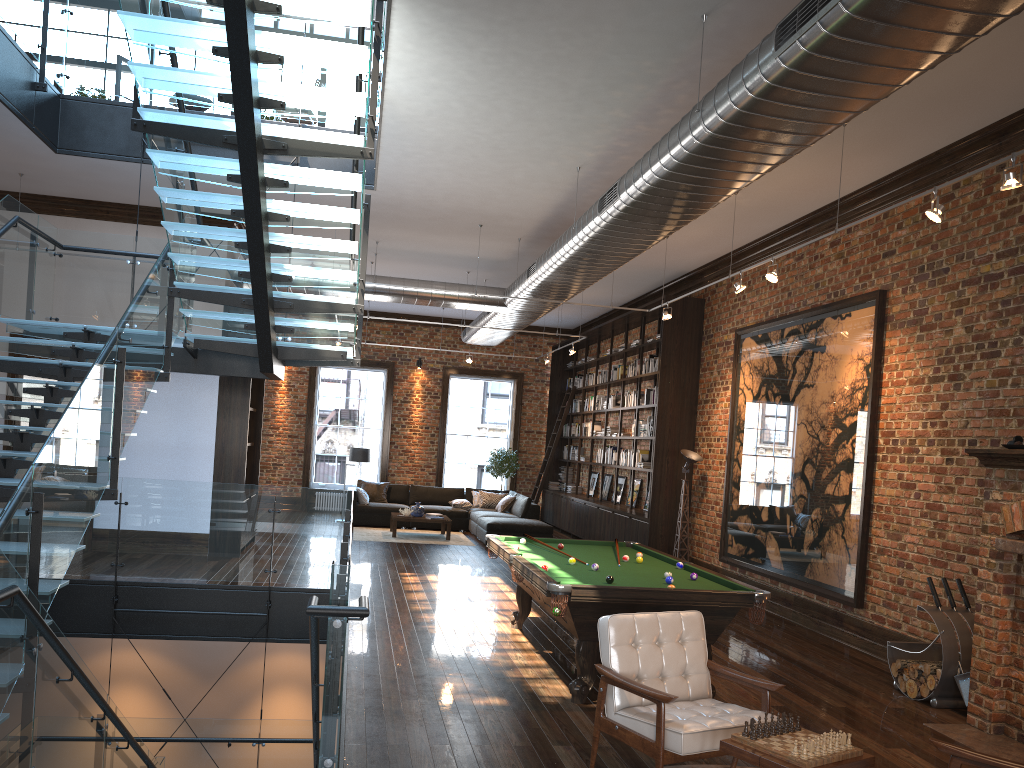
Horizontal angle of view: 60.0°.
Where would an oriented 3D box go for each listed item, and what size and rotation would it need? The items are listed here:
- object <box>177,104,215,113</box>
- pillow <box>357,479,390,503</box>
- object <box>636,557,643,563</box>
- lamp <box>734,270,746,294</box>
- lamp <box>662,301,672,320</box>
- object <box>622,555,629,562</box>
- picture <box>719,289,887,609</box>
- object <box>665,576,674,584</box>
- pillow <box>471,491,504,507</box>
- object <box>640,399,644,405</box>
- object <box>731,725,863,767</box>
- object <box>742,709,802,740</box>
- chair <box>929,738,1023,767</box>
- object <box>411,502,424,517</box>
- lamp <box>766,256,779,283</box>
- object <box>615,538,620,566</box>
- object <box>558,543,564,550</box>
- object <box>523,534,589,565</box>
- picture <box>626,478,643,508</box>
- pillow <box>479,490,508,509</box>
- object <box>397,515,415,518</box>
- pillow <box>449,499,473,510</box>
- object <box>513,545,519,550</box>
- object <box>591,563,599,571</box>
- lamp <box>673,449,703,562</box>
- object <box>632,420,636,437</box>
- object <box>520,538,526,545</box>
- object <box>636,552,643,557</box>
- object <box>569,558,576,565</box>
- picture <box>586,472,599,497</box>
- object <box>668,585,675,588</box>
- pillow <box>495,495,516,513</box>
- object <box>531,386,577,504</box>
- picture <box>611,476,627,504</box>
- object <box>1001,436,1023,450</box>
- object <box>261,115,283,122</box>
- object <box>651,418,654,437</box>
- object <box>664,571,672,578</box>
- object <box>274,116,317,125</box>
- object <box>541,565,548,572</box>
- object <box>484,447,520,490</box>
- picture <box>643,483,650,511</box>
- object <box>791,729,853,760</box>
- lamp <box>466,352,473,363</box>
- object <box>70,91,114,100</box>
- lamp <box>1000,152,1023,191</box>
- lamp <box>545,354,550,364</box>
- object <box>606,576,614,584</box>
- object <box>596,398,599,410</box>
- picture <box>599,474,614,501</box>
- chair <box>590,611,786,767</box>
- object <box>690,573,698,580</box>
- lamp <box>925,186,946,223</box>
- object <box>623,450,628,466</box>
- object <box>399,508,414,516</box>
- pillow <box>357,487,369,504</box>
[{"bbox_3d":[-3.758,-3.229,10.200,0.542,0.769,0.518,5,-1,-40],"label":"object"},{"bbox_3d":[-2.751,2.108,17.411,0.701,0.440,0.304,4,-1,-10],"label":"pillow"},{"bbox_3d":[1.073,1.480,7.456,0.057,0.057,0.057,4,-2,-10],"label":"object"},{"bbox_3d":[2.231,-0.994,8.641,0.114,0.230,0.113,4,0,-31],"label":"lamp"},{"bbox_3d":[1.871,-0.876,10.674,0.113,0.230,0.114,4,0,4],"label":"lamp"},{"bbox_3d":[0.962,1.475,7.495,0.057,0.057,0.057,2,-2,45],"label":"object"},{"bbox_3d":[3.095,0.707,9.896,0.080,3.001,3.202,4,-2,-10],"label":"picture"},{"bbox_3d":[1.128,1.406,6.353,0.057,0.057,0.057,4,-2,-5],"label":"object"},{"bbox_3d":[-0.477,2.334,17.779,0.704,0.338,0.270,4,-1,-9],"label":"pillow"},{"bbox_3d":[2.184,0.313,14.742,0.096,0.137,0.235,4,-3,-26],"label":"object"},{"bbox_3d":[1.224,1.554,3.818,0.389,0.028,0.387,7,-5,-35],"label":"object"},{"bbox_3d":[1.154,1.494,3.923,0.335,0.101,0.075,6,-2,-35],"label":"object"},{"bbox_3d":[1.769,1.626,3.267,0.739,0.866,0.771,3,-2,40],"label":"chair"},{"bbox_3d":[-1.668,2.218,15.685,0.215,0.251,0.215,3,-1,23],"label":"object"},{"bbox_3d":[2.348,-1.032,7.986,0.113,0.230,0.114,4,0,19],"label":"lamp"},{"bbox_3d":[0.948,1.498,7.951,0.028,0.072,1.609,4,-4,6],"label":"object"},{"bbox_3d":[0.444,1.481,8.078,0.057,0.057,0.057,3,-2,38],"label":"object"},{"bbox_3d":[0.363,1.451,7.847,0.028,0.072,1.605,4,-4,-18],"label":"object"},{"bbox_3d":[2.090,1.863,15.191,0.112,0.498,0.507,4,-2,-10],"label":"picture"},{"bbox_3d":[-0.371,2.304,17.615,0.612,0.361,0.288,4,-1,-6],"label":"pillow"},{"bbox_3d":[-1.848,2.307,15.478,0.266,0.018,0.202,3,-4,14],"label":"object"},{"bbox_3d":[-1.013,2.373,17.474,0.409,0.204,0.611,5,-4,-12],"label":"pillow"},{"bbox_3d":[0.033,1.427,7.703,0.057,0.057,0.057,4,-2,-11],"label":"object"},{"bbox_3d":[0.637,1.404,6.796,0.057,0.057,0.057,5,-2,-40],"label":"object"},{"bbox_3d":[2.390,1.809,12.143,0.425,1.828,0.505,4,1,-5],"label":"lamp"},{"bbox_3d":[2.040,0.733,14.709,0.069,0.288,0.117,4,0,-17],"label":"object"},{"bbox_3d":[0.103,1.473,8.293,0.058,0.057,0.057,4,-2,-9],"label":"object"},{"bbox_3d":[1.119,1.507,7.793,0.057,0.057,0.057,3,-2,35],"label":"object"},{"bbox_3d":[0.479,1.412,7.068,0.057,0.057,0.057,3,-2,27],"label":"object"},{"bbox_3d":[1.622,2.018,17.846,0.112,0.498,0.507,4,-2,-10],"label":"picture"},{"bbox_3d":[1.068,1.373,5.941,0.057,0.057,0.057,4,-2,8],"label":"object"},{"bbox_3d":[-0.126,2.324,17.185,0.314,0.355,0.629,4,-3,-10],"label":"pillow"},{"bbox_3d":[0.782,1.551,18.842,0.898,3.077,0.494,4,1,-10],"label":"object"},{"bbox_3d":[1.939,1.913,16.050,0.112,0.498,0.507,4,-2,-10],"label":"picture"},{"bbox_3d":[3.401,0.397,5.928,0.237,0.105,0.237,4,-3,0],"label":"object"},{"bbox_3d":[-3.913,-3.500,14.288,0.810,1.865,0.802,4,0,33],"label":"object"},{"bbox_3d":[2.198,0.682,13.838,0.069,0.288,0.117,4,0,-17],"label":"object"},{"bbox_3d":[1.167,1.428,6.625,0.057,0.057,0.057,3,-2,29],"label":"object"},{"bbox_3d":[-2.473,-3.126,10.423,0.540,0.769,0.520,4,-1,0],"label":"object"},{"bbox_3d":[0.239,1.356,6.502,0.057,0.057,0.057,3,-2,37],"label":"object"},{"bbox_3d":[-0.259,2.294,19.485,0.812,1.865,0.800,4,0,-2],"label":"object"},{"bbox_3d":[2.255,1.809,14.253,0.112,0.498,0.507,4,-2,-10],"label":"picture"},{"bbox_3d":[1.302,1.489,3.711,0.335,0.101,0.075,6,-2,-35],"label":"object"},{"bbox_3d":[-0.868,-0.544,18.062,0.114,0.230,0.113,4,0,-41],"label":"lamp"},{"bbox_3d":[-6.590,-3.713,13.845,0.798,1.865,0.814,4,0,38],"label":"object"},{"bbox_3d":[2.861,-1.211,5.066,0.117,0.213,0.117,4,0,32],"label":"lamp"},{"bbox_3d":[0.701,-0.494,17.263,0.113,0.230,0.114,4,0,29],"label":"lamp"},{"bbox_3d":[0.682,1.364,6.179,0.057,0.057,0.057,4,-2,-5],"label":"object"},{"bbox_3d":[1.659,0.388,17.150,0.075,0.255,0.087,4,0,-20],"label":"object"},{"bbox_3d":[1.792,1.962,16.880,0.112,0.498,0.507,4,-2,-10],"label":"picture"},{"bbox_3d":[0.893,1.657,4.559,0.770,0.866,0.740,5,-1,-30],"label":"chair"},{"bbox_3d":[1.363,1.443,6.643,0.057,0.057,0.057,4,-2,12],"label":"object"},{"bbox_3d":[2.740,-1.163,5.745,0.114,0.230,0.113,4,0,-36],"label":"lamp"},{"bbox_3d":[2.032,1.292,15.466,0.166,0.282,0.015,4,1,-10],"label":"object"},{"bbox_3d":[-1.836,2.238,15.489,0.218,0.159,0.219,2,-3,32],"label":"object"},{"bbox_3d":[-2.859,2.148,17.000,0.244,0.305,0.574,4,-3,-9],"label":"pillow"}]
